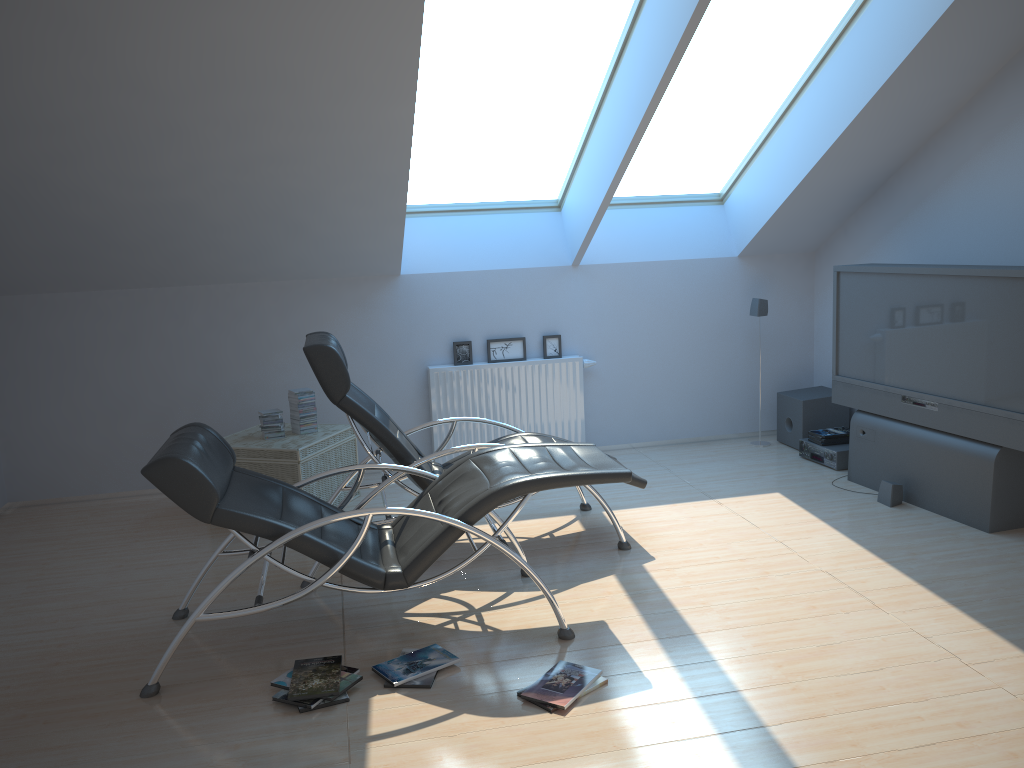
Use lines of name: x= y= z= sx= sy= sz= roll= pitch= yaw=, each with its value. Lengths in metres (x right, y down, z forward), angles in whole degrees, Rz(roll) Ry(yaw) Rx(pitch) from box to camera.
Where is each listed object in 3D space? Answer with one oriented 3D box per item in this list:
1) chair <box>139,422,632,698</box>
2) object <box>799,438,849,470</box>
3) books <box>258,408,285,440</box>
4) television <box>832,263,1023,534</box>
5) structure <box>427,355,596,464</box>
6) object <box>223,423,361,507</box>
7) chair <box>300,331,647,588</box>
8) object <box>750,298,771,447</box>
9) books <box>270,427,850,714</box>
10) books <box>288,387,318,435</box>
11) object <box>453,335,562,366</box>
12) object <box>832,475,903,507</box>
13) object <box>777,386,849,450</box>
chair: x=-0.550 y=0.632 z=4.032 sx=2.114 sy=0.953 sz=0.836 roll=-5 pitch=9 yaw=-11
object: x=2.390 y=0.497 z=6.516 sx=0.358 sy=0.138 sz=0.450 roll=-5 pitch=10 yaw=-16
books: x=-1.586 y=0.269 z=5.857 sx=0.165 sy=0.184 sz=0.162 roll=-5 pitch=9 yaw=-12
television: x=2.615 y=0.011 z=5.406 sx=0.400 sy=1.446 sz=1.686 roll=-5 pitch=10 yaw=-16
structure: x=0.031 y=0.215 z=6.913 sx=1.324 sy=0.800 sz=0.120 roll=-5 pitch=9 yaw=-11
object: x=-1.534 y=0.591 z=5.957 sx=0.744 sy=0.518 sz=0.745 roll=0 pitch=10 yaw=18
chair: x=-0.254 y=0.301 z=5.049 sx=1.938 sy=1.251 sz=0.836 roll=-5 pitch=9 yaw=-11
object: x=1.977 y=-0.095 z=7.067 sx=0.158 sy=1.181 sz=0.160 roll=-5 pitch=9 yaw=-11
books: x=1.044 y=0.808 z=4.774 sx=4.790 sy=0.222 sz=1.045 roll=-12 pitch=13 yaw=-43
books: x=-1.403 y=0.186 z=5.945 sx=0.149 sy=0.300 sz=0.149 roll=-10 pitch=12 yaw=-40
object: x=-0.030 y=-0.263 z=6.856 sx=0.846 sy=0.180 sz=0.030 roll=-5 pitch=9 yaw=-11
object: x=2.367 y=0.589 z=5.990 sx=0.394 sy=0.141 sz=1.163 roll=0 pitch=10 yaw=17
object: x=2.378 y=0.267 z=7.026 sx=0.401 sy=0.424 sz=0.400 roll=-5 pitch=9 yaw=-11
